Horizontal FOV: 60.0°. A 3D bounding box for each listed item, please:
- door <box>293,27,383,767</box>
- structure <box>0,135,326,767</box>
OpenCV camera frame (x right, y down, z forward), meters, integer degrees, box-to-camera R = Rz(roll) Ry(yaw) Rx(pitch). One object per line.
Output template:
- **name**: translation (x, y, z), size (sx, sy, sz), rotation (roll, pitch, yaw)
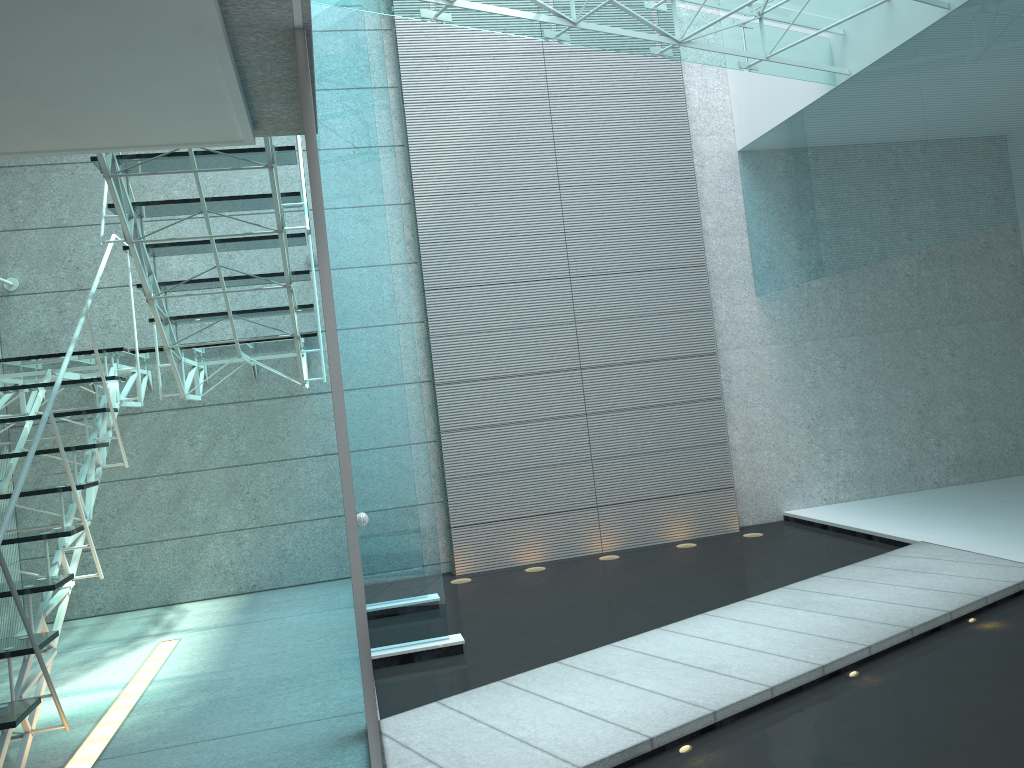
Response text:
- **door**: translation (-0.484, 0.117, 2.620), size (0.076, 2.068, 0.863), rotation (-6, -2, -11)
- **structure**: translation (-1.986, -1.680, 4.107), size (1.911, 6.017, 3.288), rotation (-6, -2, -12)
